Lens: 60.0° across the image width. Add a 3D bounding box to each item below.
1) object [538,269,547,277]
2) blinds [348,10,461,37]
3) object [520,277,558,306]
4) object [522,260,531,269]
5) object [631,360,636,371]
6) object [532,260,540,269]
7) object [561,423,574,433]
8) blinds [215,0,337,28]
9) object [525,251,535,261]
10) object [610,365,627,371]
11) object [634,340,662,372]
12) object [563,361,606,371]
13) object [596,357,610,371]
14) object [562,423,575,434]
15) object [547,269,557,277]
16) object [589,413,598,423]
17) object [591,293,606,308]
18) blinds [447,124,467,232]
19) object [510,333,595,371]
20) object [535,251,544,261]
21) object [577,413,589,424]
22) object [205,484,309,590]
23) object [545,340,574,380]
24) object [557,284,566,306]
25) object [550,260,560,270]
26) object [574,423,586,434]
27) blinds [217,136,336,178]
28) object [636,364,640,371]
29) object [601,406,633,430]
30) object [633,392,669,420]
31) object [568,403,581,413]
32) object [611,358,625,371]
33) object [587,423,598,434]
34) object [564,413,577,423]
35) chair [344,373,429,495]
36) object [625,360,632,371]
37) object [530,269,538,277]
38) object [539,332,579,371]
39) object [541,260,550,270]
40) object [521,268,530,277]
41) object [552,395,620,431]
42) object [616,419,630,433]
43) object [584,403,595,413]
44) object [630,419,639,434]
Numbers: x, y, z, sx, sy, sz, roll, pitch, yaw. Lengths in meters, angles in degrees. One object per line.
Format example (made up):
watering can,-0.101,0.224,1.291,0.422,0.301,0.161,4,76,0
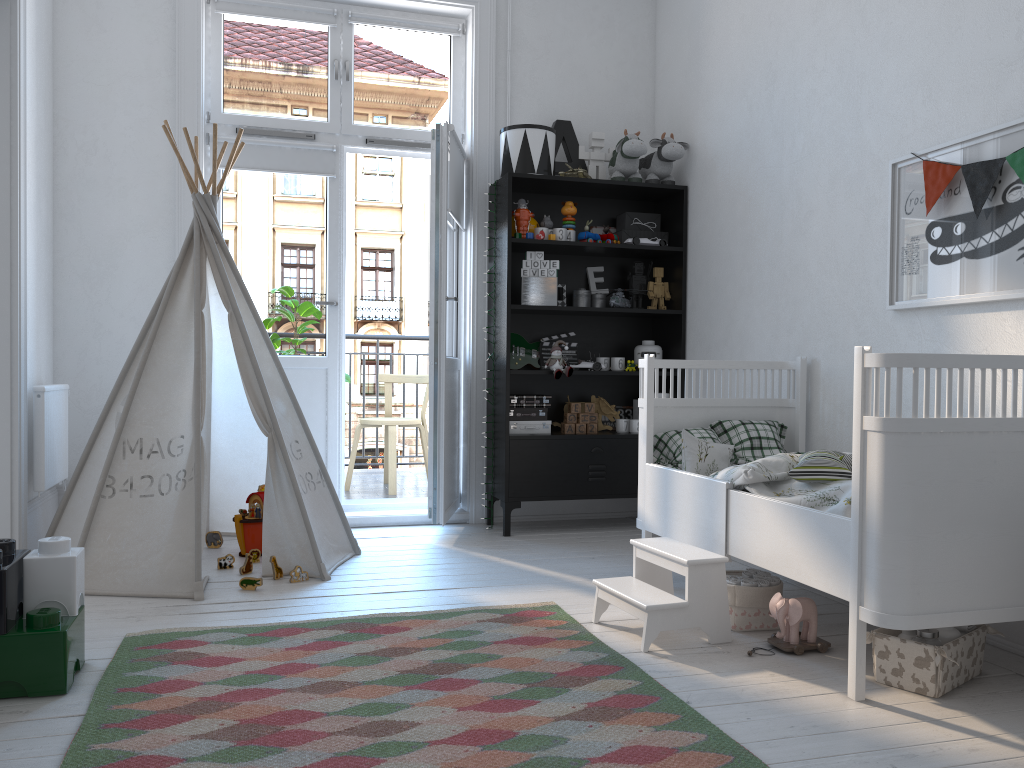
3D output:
object,0.145,-0.523,4.194,0.040,0.040,0.040,1,1,-1
blinds,-0.528,-1.794,4.415,0.565,0.060,0.032,0,1,-16
object,0.127,-0.436,4.231,0.170,0.138,0.124,1,1,-1
object,0.068,-0.564,4.191,0.040,0.040,0.040,0,1,-6
object,0.595,-0.089,4.374,0.042,0.054,0.031,0,1,-16
object,0.114,-0.563,4.192,0.040,0.040,0.040,1,1,4
object,0.270,0.214,4.335,0.050,0.050,0.050,0,1,-16
blinds,-1.124,-1.784,4.240,0.565,0.087,0.032,0,1,-16
object,0.086,-0.604,4.190,0.040,0.040,0.040,0,1,-11
object,0.518,-0.082,4.516,0.163,0.034,0.069,0,1,-16
object,0.683,-0.137,4.452,0.139,0.162,0.139,0,1,-41
object,0.340,-0.087,4.308,0.230,0.048,0.098,1,1,9
object,0.449,-0.097,4.381,0.067,0.067,0.067,1,1,-2
object,0.271,0.215,4.278,0.050,0.050,0.050,0,1,-16
object,0.191,-0.522,4.195,0.040,0.040,0.040,1,1,14
object,0.387,0.166,4.339,0.050,0.050,0.050,0,1,-16
object,0.469,-0.412,4.407,0.078,0.091,0.246,0,1,-22
blinds,-0.256,-0.964,4.222,0.032,0.390,0.565,1,1,4
object,0.188,-0.134,4.445,0.542,0.239,0.093,0,1,-16
object,0.128,-0.603,4.191,0.040,0.040,0.040,0,1,-6
object,0.343,0.166,4.298,0.050,0.050,0.050,0,1,-16
object,-0.954,0.563,3.467,0.385,0.284,0.856,0,1,-25
object,0.223,-0.114,4.151,0.110,0.186,0.129,0,1,-29
object,0.237,-0.436,4.461,0.070,0.135,0.028,0,1,-17
object,0.204,-0.562,4.194,0.040,0.040,0.040,1,1,9
object,0.328,0.215,4.294,0.050,0.050,0.050,0,1,-11
blinds,-1.131,-1.090,4.256,0.565,0.158,0.032,0,1,-16
object,0.632,-0.088,4.354,0.042,0.054,0.031,1,1,29
object,0.495,0.176,4.574,0.347,0.120,0.034,0,1,-16
object,0.719,0.143,4.455,0.132,0.199,0.267,0,1,-16
object,0.303,0.116,4.297,0.050,0.050,0.050,0,1,-16
object,0.520,-0.096,4.352,0.067,0.067,0.067,1,1,-2
object,0.392,0.216,4.313,0.050,0.050,0.050,1,1,14
object,0.283,0.165,4.301,0.050,0.050,0.050,0,1,-16
chair,-0.743,0.292,5.497,0.436,0.715,0.498,1,1,29
object,0.569,-0.088,4.312,0.031,0.054,0.042,1,1,34
object,0.101,-0.523,4.200,0.040,0.040,0.040,0,1,-11
object,0.235,-0.164,4.431,0.201,0.199,0.048,0,1,-16
object,0.159,-0.563,4.193,0.040,0.040,0.040,1,1,14
object,0.062,-0.523,4.192,0.040,0.040,0.040,1,1,-1
object,0.374,0.148,4.445,0.337,0.186,0.111,1,1,-1
object,0.548,0.207,4.380,0.067,0.067,0.067,1,1,-2
object,0.379,0.116,4.322,0.050,0.050,0.050,1,1,4
object,0.611,0.209,4.341,0.067,0.067,0.067,1,1,-2
